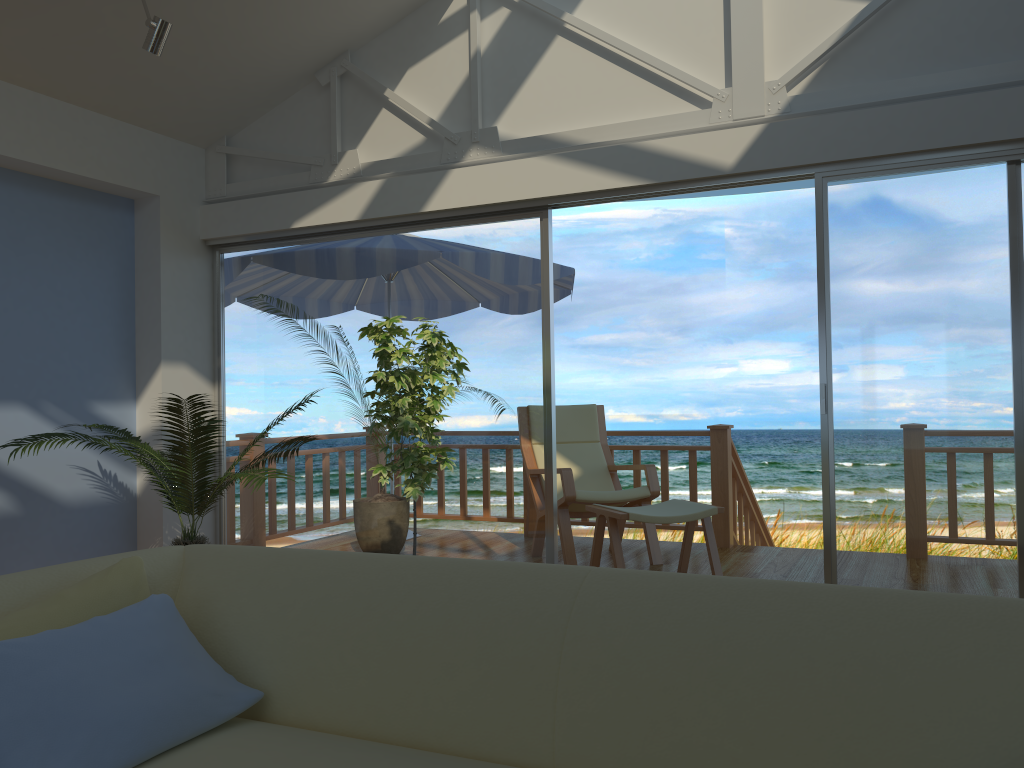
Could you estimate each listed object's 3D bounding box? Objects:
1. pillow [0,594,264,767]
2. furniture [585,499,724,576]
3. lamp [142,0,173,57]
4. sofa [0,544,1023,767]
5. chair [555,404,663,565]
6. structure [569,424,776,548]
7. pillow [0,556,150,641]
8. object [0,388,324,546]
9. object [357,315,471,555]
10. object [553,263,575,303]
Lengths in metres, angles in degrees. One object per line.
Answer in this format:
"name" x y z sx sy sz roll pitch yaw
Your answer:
"pillow" -0.757 0.577 1.700 0.272 0.244 0.566 -1 -1 23
"furniture" 0.778 0.876 4.853 0.619 0.427 0.449 -1 -1 -20
"lamp" -1.572 -1.605 3.850 0.194 0.353 0.125 -1 -1 8
"sofa" 0.006 0.677 1.483 2.448 0.597 0.950 -2 -1 25
"chair" 0.470 0.622 5.705 0.632 0.982 0.859 -1 -1 -20
"structure" 2.032 1.149 5.884 6.950 2.064 4.086 -2 -1 25
"pillow" -0.847 0.542 1.734 0.275 0.312 0.571 -1 -1 23
"object" -1.579 0.570 4.216 1.413 1.093 1.488 -1 -1 8
"object" -0.431 0.389 4.014 0.495 1.409 0.699 -1 -1 -2
"object" -0.914 -0.016 6.683 2.775 2.341 2.775 0 -2 -42
